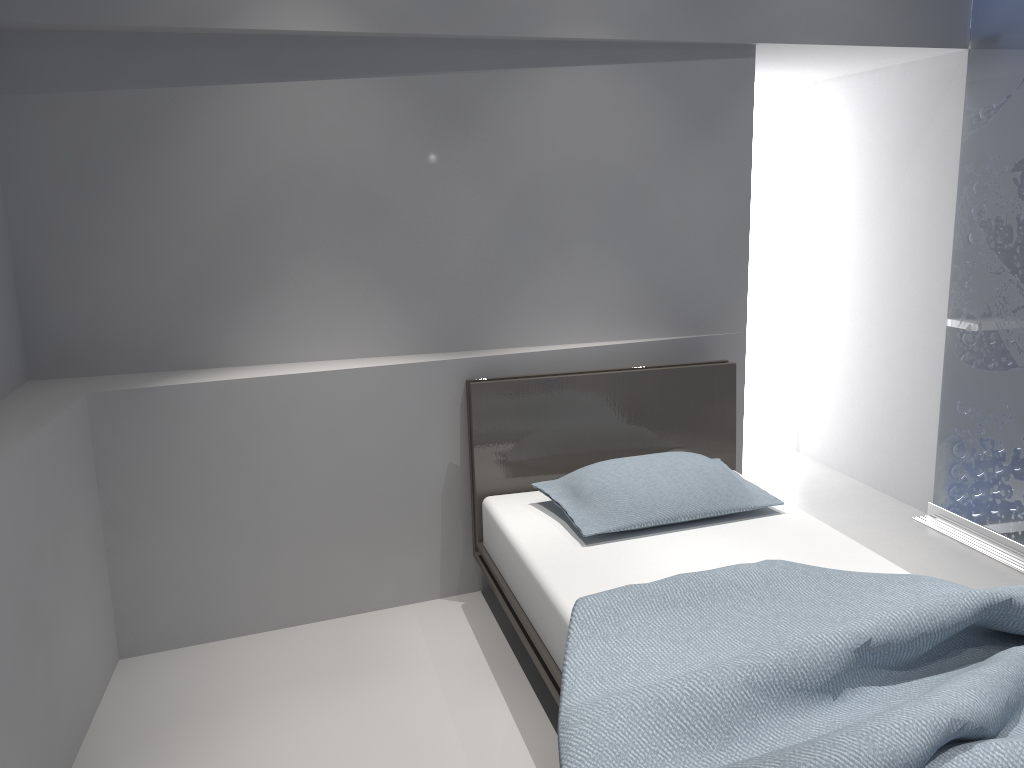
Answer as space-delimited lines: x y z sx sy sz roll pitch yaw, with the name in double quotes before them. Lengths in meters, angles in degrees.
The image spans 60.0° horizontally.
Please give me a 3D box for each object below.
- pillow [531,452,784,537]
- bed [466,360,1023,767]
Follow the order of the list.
"pillow" 0.484 0.340 2.962 0.746 0.173 0.417 -6 13 -19
"bed" 0.607 0.540 2.279 1.411 0.752 2.319 -4 12 -14
